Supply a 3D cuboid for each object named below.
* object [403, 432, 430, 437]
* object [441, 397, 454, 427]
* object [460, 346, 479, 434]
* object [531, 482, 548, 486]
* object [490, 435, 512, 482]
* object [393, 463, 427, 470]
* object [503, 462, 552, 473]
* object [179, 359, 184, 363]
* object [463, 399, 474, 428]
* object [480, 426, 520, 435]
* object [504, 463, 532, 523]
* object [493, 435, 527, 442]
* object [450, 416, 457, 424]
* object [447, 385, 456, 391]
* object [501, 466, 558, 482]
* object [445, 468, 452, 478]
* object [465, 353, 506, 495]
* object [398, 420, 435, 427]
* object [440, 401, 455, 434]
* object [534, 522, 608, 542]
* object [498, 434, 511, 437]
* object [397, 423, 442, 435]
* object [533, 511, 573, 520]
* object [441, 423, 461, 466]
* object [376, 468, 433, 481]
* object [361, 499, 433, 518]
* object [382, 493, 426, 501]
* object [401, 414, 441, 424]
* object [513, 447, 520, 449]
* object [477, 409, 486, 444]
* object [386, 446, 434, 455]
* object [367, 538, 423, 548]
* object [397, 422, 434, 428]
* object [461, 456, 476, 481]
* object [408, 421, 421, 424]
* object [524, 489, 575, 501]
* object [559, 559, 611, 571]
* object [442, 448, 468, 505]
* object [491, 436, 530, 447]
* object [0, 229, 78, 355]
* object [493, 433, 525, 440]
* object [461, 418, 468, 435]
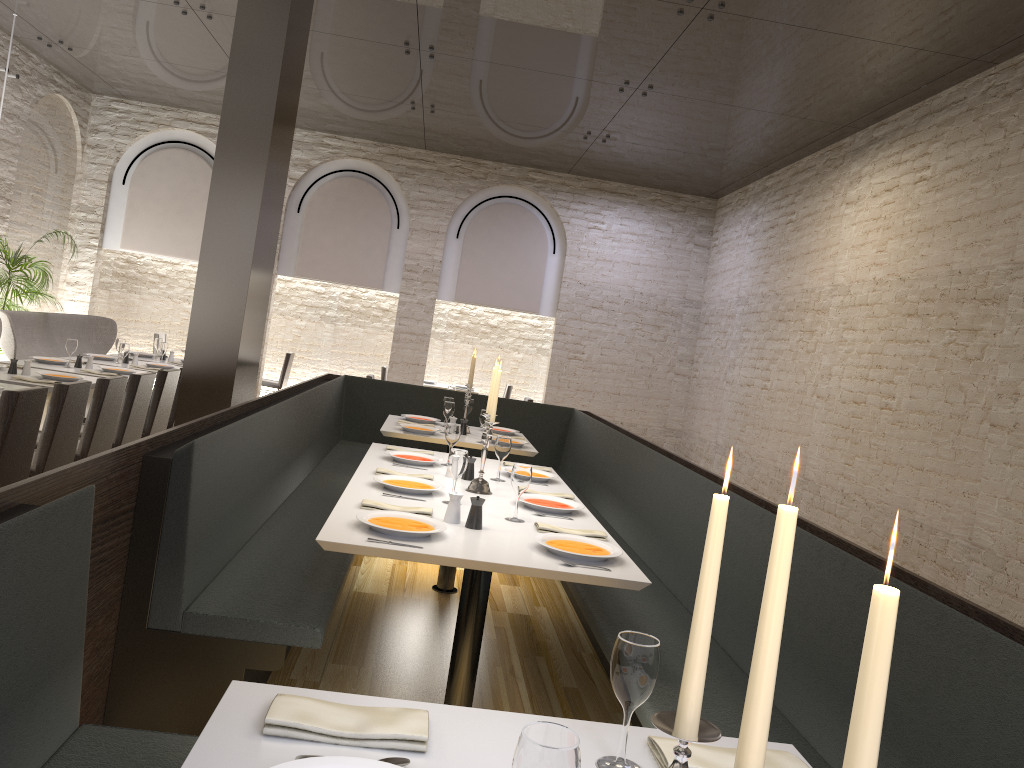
[{"bbox_3d":[-0.652,0.345,6.069,0.185,0.010,0.017,8,2,-5],"label":"object"},{"bbox_3d":[-0.509,0.220,6.917,0.086,0.231,0.086,9,0,31],"label":"object"},{"bbox_3d":[-0.323,0.041,6.683,0.131,0.657,0.390,9,1,6],"label":"object"},{"bbox_3d":[0.103,0.517,4.656,0.181,0.015,0.038,8,2,-3],"label":"object"},{"bbox_3d":[-0.057,0.387,4.602,0.086,0.231,0.086,9,0,7],"label":"object"},{"bbox_3d":[-0.525,0.428,4.578,0.185,0.010,0.017,8,2,-5],"label":"object"},{"bbox_3d":[0.088,0.491,5.195,0.272,0.033,0.143,8,2,-5],"label":"object"},{"bbox_3d":[-3.434,-0.233,9.527,0.322,0.036,0.321,10,3,32],"label":"object"},{"bbox_3d":[-0.360,0.234,7.118,0.086,0.231,0.086,8,0,-35],"label":"object"},{"bbox_3d":[-0.098,0.376,7.071,0.323,0.036,0.320,11,3,43],"label":"object"},{"bbox_3d":[0.028,0.442,3.608,0.087,0.231,0.086,9,0,37],"label":"object"},{"bbox_3d":[-0.033,0.412,6.606,0.272,0.033,0.143,8,2,-5],"label":"object"},{"bbox_3d":[-0.441,0.302,6.568,0.069,0.126,0.068,9,1,37],"label":"object"},{"bbox_3d":[-0.599,0.133,8.639,0.087,0.231,0.086,9,0,25],"label":"object"},{"bbox_3d":[0.092,0.499,4.843,0.321,0.036,0.322,8,2,-10],"label":"object"},{"bbox_3d":[-0.296,0.413,4.473,0.068,0.126,0.069,8,1,-11],"label":"object"},{"bbox_3d":[-0.108,0.182,4.158,0.131,0.657,0.390,9,1,6],"label":"object"},{"bbox_3d":[-0.724,0.304,6.707,0.272,0.033,0.143,8,2,-5],"label":"object"},{"bbox_3d":[-0.470,0.245,6.464,0.086,0.231,0.086,9,0,31],"label":"object"},{"bbox_3d":[0.231,0.584,3.519,0.272,0.033,0.143,8,2,-5],"label":"object"},{"bbox_3d":[-0.087,0.393,6.891,0.181,0.015,0.038,8,2,-3],"label":"object"},{"bbox_3d":[-0.660,0.325,6.275,0.320,0.036,0.323,7,3,-29],"label":"object"},{"bbox_3d":[0.177,0.564,3.799,0.181,0.015,0.038,8,2,-3],"label":"object"},{"bbox_3d":[-0.334,0.334,4.867,0.086,0.231,0.086,9,0,7],"label":"object"},{"bbox_3d":[-0.517,0.438,4.280,0.272,0.033,0.143,8,2,-5],"label":"object"},{"bbox_3d":[-0.447,0.484,3.459,0.272,0.033,0.143,8,2,-5],"label":"object"},{"bbox_3d":[-0.451,0.475,3.722,0.185,0.010,0.017,8,2,-5],"label":"object"},{"bbox_3d":[-0.723,0.283,7.018,0.321,0.036,0.322,8,2,-10],"label":"object"},{"bbox_3d":[-0.024,0.434,6.146,0.181,0.015,0.038,8,2,-3],"label":"object"},{"bbox_3d":[-0.193,0.298,6.200,0.086,0.231,0.086,9,0,31],"label":"object"},{"bbox_3d":[-0.590,0.391,5.136,0.272,0.033,0.143,8,2,-5],"label":"object"},{"bbox_3d":[-0.381,0.521,2.901,0.185,0.010,0.017,8,2,-5],"label":"object"},{"bbox_3d":[-0.711,0.312,6.553,0.272,0.033,0.143,8,2,-5],"label":"object"},{"bbox_3d":[-0.215,0.426,4.477,0.068,0.126,0.069,8,1,-11],"label":"object"},{"bbox_3d":[-0.718,0.302,6.841,0.185,0.010,0.017,8,2,-5],"label":"object"},{"bbox_3d":[0.161,0.538,4.339,0.272,0.033,0.143,8,2,-5],"label":"object"},{"bbox_3d":[0.247,0.610,2.979,0.181,0.015,0.038,8,2,-3],"label":"object"},{"bbox_3d":[-0.240,0.394,3.771,0.086,0.231,0.086,9,0,-5],"label":"object"},{"bbox_3d":[-0.035,0.417,6.327,0.320,0.036,0.323,7,3,-29],"label":"object"},{"bbox_3d":[-5.108,-0.663,8.918,1.142,1.974,1.191,8,1,-24],"label":"object"},{"bbox_3d":[-0.046,0.404,6.760,0.272,0.033,0.143,8,2,-5],"label":"object"},{"bbox_3d":[-0.360,0.315,6.551,0.069,0.126,0.068,9,1,37],"label":"object"}]
